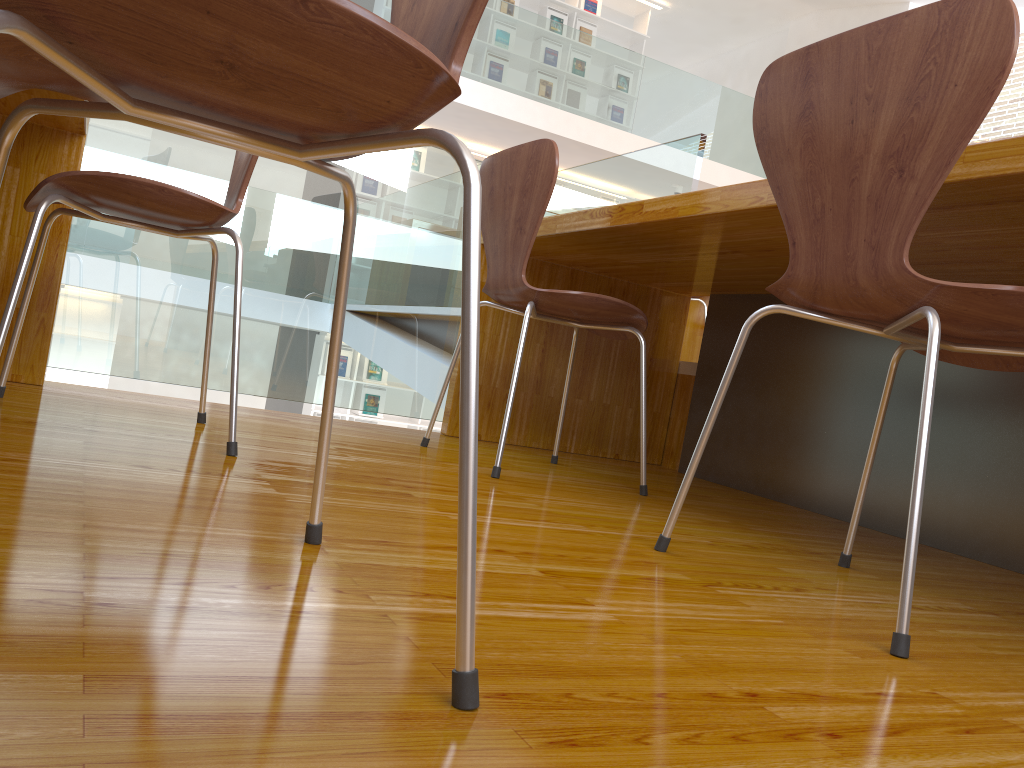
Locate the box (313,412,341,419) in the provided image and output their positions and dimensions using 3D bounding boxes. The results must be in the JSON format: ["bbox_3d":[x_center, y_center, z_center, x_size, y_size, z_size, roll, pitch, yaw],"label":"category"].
[{"bbox_3d":[-1.799,0.427,8.487,0.245,0.296,0.274,10,1,-26],"label":"box"}]

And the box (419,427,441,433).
[{"bbox_3d":[-0.850,0.591,8.963,0.245,0.296,0.274,10,1,-26],"label":"box"}]

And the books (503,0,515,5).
[{"bbox_3d":[-0.049,-3.726,8.803,0.145,0.210,0.037,10,1,-26],"label":"books"}]

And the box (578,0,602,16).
[{"bbox_3d":[0.787,-3.960,9.302,0.245,0.296,0.274,10,1,-26],"label":"box"}]

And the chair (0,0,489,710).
[{"bbox_3d":[-0.216,-0.184,0.656,0.381,0.693,0.428,10,1,-26],"label":"chair"}]

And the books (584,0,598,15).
[{"bbox_3d":[0.815,-3.901,9.207,0.145,0.210,0.037,10,1,-26],"label":"books"}]

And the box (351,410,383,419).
[{"bbox_3d":[-1.388,0.160,8.659,0.245,0.296,0.274,10,1,-26],"label":"box"}]

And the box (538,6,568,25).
[{"bbox_3d":[0.414,-3.691,9.149,0.245,0.296,0.274,10,1,-26],"label":"box"}]

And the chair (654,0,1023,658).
[{"bbox_3d":[0.519,-0.059,1.148,0.381,0.693,0.428,10,1,-26],"label":"chair"}]

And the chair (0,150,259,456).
[{"bbox_3d":[-0.638,-0.271,1.527,0.381,0.693,0.428,10,1,-26],"label":"chair"}]

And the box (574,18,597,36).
[{"bbox_3d":[0.729,-3.638,9.306,0.245,0.296,0.274,10,1,-26],"label":"box"}]

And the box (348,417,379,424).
[{"bbox_3d":[-1.467,0.484,8.653,0.245,0.296,0.274,10,1,-26],"label":"box"}]

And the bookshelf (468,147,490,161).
[{"bbox_3d":[-0.259,-1.382,8.976,2.984,1.836,0.498,10,1,-26],"label":"bookshelf"}]

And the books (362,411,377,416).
[{"bbox_3d":[-1.361,0.207,8.559,0.145,0.210,0.037,10,1,-26],"label":"books"}]

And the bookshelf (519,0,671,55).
[{"bbox_3d":[0.102,-3.397,8.950,2.984,1.836,0.498,10,1,-26],"label":"bookshelf"}]

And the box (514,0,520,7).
[{"bbox_3d":[-0.082,-3.777,8.900,0.245,0.296,0.274,10,1,-26],"label":"box"}]

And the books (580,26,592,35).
[{"bbox_3d":[0.759,-3.591,9.211,0.145,0.210,0.037,10,1,-26],"label":"books"}]

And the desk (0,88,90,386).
[{"bbox_3d":[-0.886,-0.045,0.268,1.248,1.022,3.216,10,1,-26],"label":"desk"}]

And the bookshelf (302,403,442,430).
[{"bbox_3d":[-0.623,0.646,9.001,2.984,1.836,0.498,10,1,-26],"label":"bookshelf"}]

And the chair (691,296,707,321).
[{"bbox_3d":[0.717,-0.411,4.231,0.428,0.693,0.381,10,1,-26],"label":"chair"}]

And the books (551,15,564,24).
[{"bbox_3d":[0.450,-3.645,9.056,0.145,0.210,0.037,10,1,-26],"label":"books"}]

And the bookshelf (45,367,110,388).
[{"bbox_3d":[-5.120,-0.133,6.808,3.666,1.836,0.397,10,1,-26],"label":"bookshelf"}]

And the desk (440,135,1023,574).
[{"bbox_3d":[0.907,0.053,1.243,0.760,0.606,3.356,10,1,-26],"label":"desk"}]

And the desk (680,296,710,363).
[{"bbox_3d":[1.330,-0.349,5.293,3.196,0.757,1.248,10,1,-26],"label":"desk"}]

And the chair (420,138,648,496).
[{"bbox_3d":[0.097,-0.145,2.019,0.381,0.693,0.428,10,1,-26],"label":"chair"}]
